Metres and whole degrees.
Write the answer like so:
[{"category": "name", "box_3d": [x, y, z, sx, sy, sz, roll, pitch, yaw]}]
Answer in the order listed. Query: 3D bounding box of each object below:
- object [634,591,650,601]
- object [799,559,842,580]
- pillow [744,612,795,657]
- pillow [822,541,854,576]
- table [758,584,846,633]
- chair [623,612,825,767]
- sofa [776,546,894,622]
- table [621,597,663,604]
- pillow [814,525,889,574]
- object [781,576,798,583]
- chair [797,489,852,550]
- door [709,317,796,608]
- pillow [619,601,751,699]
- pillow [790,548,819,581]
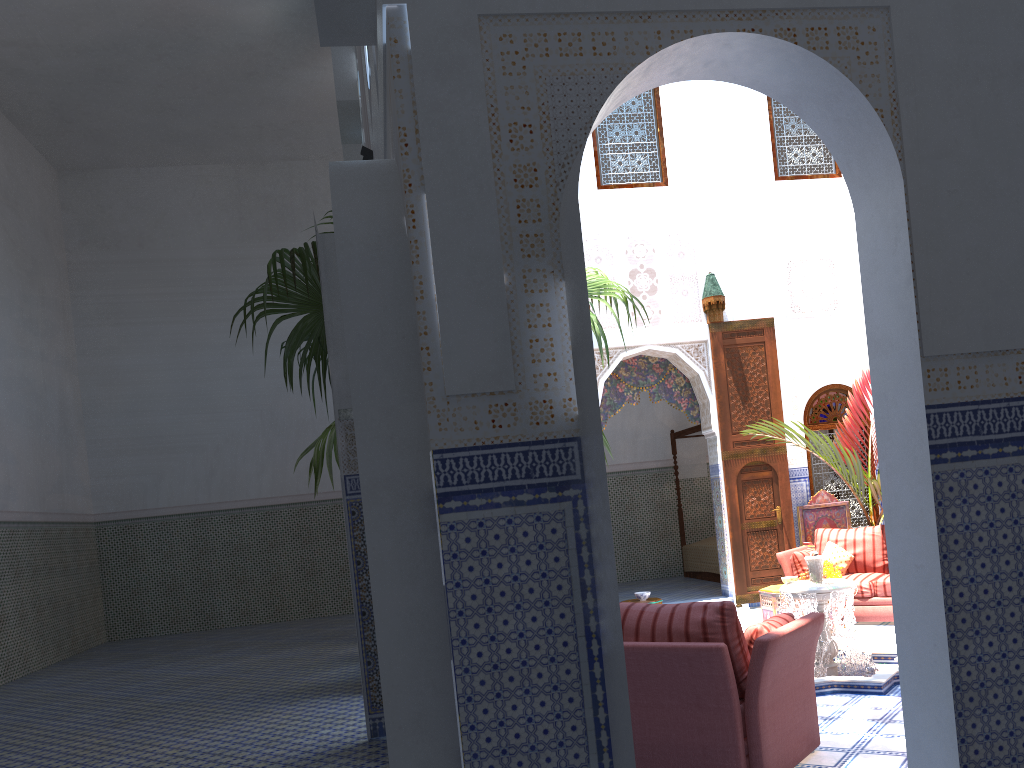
[{"category": "object", "box_3d": [0.950, 1.543, 6.363, 0.119, 0.057, 0.118, -9, -8, 29]}, {"category": "object", "box_3d": [2.183, 1.358, 6.176, 0.215, 0.239, 0.310, -4, -5, -28]}, {"category": "pillow", "box_3d": [0.992, 1.032, 3.387, 0.189, 0.252, 0.378, -8, -6, 38]}, {"category": "pillow", "box_3d": [2.448, 1.321, 6.619, 0.302, 0.274, 0.134, -5, -1, -7]}, {"category": "table", "box_3d": [2.068, 1.602, 6.235, 0.536, 0.323, 0.543, -5, -6, -8]}, {"category": "chair", "box_3d": [0.712, 1.203, 3.369, 0.820, 0.541, 0.724, -10, -7, 36]}, {"category": "sofa", "box_3d": [2.773, 1.455, 6.513, 1.375, 0.540, 0.730, -11, -7, 36]}, {"category": "table", "box_3d": [0.956, 1.736, 6.381, 0.288, 0.324, 0.291, -5, -3, -9]}, {"category": "pillow", "box_3d": [2.628, 1.303, 6.796, 0.587, 0.391, 0.290, -10, -4, 36]}, {"category": "object", "box_3d": [2.023, 1.436, 6.379, 0.119, 0.057, 0.118, -9, -8, 29]}, {"category": "chair", "box_3d": [2.842, 1.436, 7.572, 0.484, 1.080, 0.506, -6, -1, -9]}, {"category": "door", "box_3d": [2.136, 0.694, 7.713, 0.582, 2.517, 0.123, -6, 1, -3]}, {"category": "pillow", "box_3d": [0.600, 0.986, 3.251, 0.587, 0.379, 0.300, -10, -5, 37]}, {"category": "pillow", "box_3d": [2.248, 1.384, 6.659, 0.189, 0.252, 0.378, -8, -6, 38]}]
